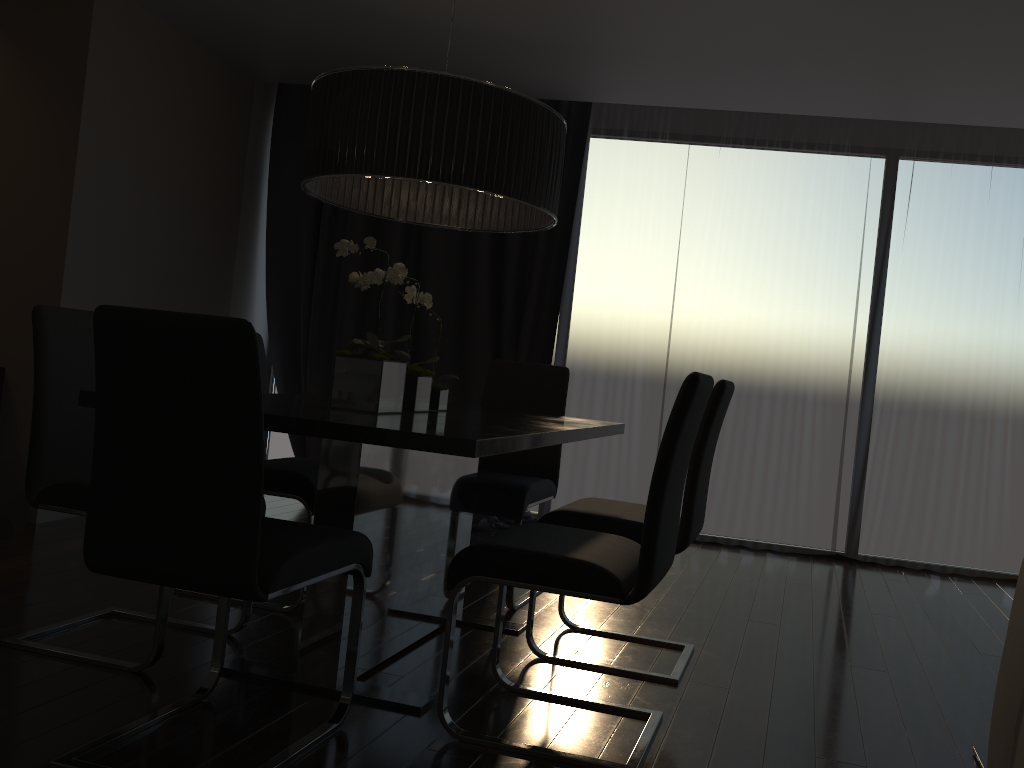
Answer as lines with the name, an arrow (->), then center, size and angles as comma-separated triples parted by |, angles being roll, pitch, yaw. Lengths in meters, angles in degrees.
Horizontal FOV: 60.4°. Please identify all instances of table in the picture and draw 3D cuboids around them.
table -> -0.346, 0.463, 2.816 | 1.013, 0.760, 1.645 | 6, 1, 17

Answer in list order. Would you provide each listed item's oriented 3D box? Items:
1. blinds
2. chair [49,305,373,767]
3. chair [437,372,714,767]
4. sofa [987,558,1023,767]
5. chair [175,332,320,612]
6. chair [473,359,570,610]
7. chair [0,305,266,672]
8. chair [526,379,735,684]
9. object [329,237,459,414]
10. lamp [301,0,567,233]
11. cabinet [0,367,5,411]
blinds -> 2.036, -0.377, 5.080 | 7.408, 2.894, 0.756 | 6, 0, 6
chair -> -0.636, 0.341, 2.004 | 0.416, 0.965, 0.587 | 6, 0, 17
chair -> 0.185, 0.424, 2.319 | 0.557, 0.965, 0.439 | 6, 0, 15
sofa -> 1.734, 0.746, 0.424 | 2.624, 0.704, 2.587 | 6, 1, 26
chair -> -0.871, 0.297, 3.305 | 0.557, 0.965, 0.439 | 6, 0, 15
chair -> -0.057, 0.379, 3.657 | 0.416, 0.965, 0.587 | 6, 0, 17
chair -> -1.101, 0.282, 2.622 | 0.557, 0.965, 0.439 | 6, 0, 15
chair -> 0.415, 0.439, 3.002 | 0.557, 0.965, 0.439 | 6, 0, 15
object -> -0.374, -0.174, 2.743 | 0.304, 0.501, 0.587 | 6, 0, 14
lamp -> -0.195, -1.111, 2.819 | 0.763, 1.103, 0.845 | 6, 0, 40
cabinet -> -1.972, -0.551, 0.350 | 4.330, 2.500, 7.108 | 6, 1, 17
